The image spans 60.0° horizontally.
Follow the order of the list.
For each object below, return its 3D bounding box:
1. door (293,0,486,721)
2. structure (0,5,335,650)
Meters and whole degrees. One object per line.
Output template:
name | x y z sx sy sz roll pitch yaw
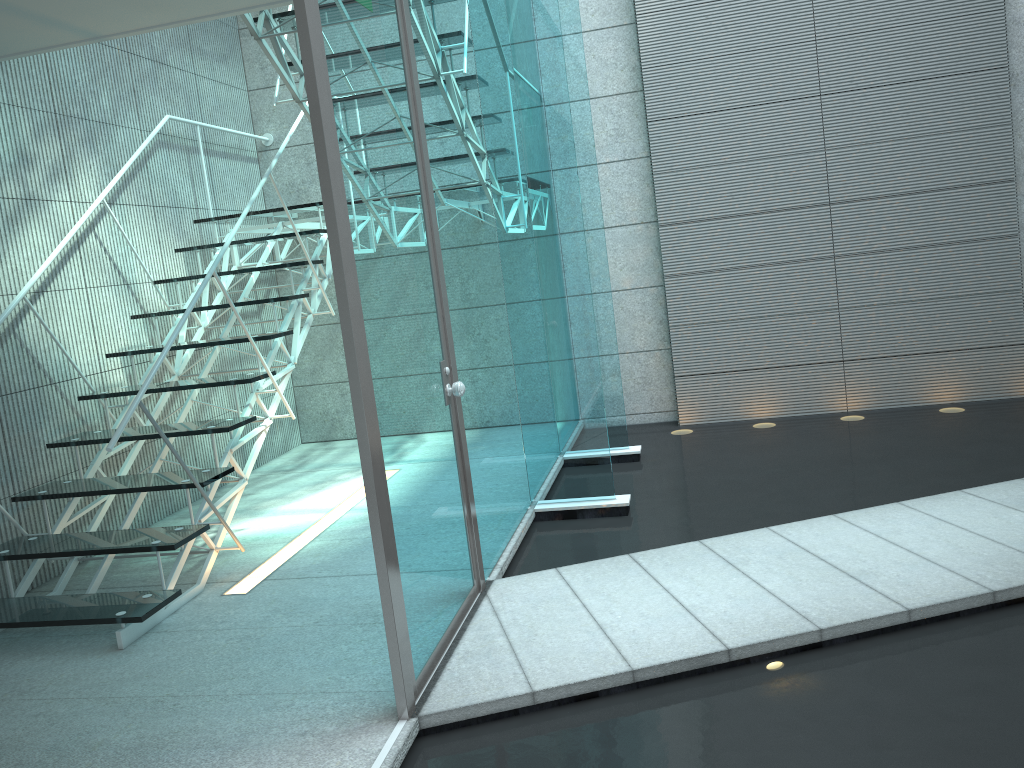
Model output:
door | -0.292 -0.248 2.514 0.076 2.057 0.869 -6 7 12
structure | -1.180 -2.361 4.091 1.909 5.985 3.310 -6 7 12
